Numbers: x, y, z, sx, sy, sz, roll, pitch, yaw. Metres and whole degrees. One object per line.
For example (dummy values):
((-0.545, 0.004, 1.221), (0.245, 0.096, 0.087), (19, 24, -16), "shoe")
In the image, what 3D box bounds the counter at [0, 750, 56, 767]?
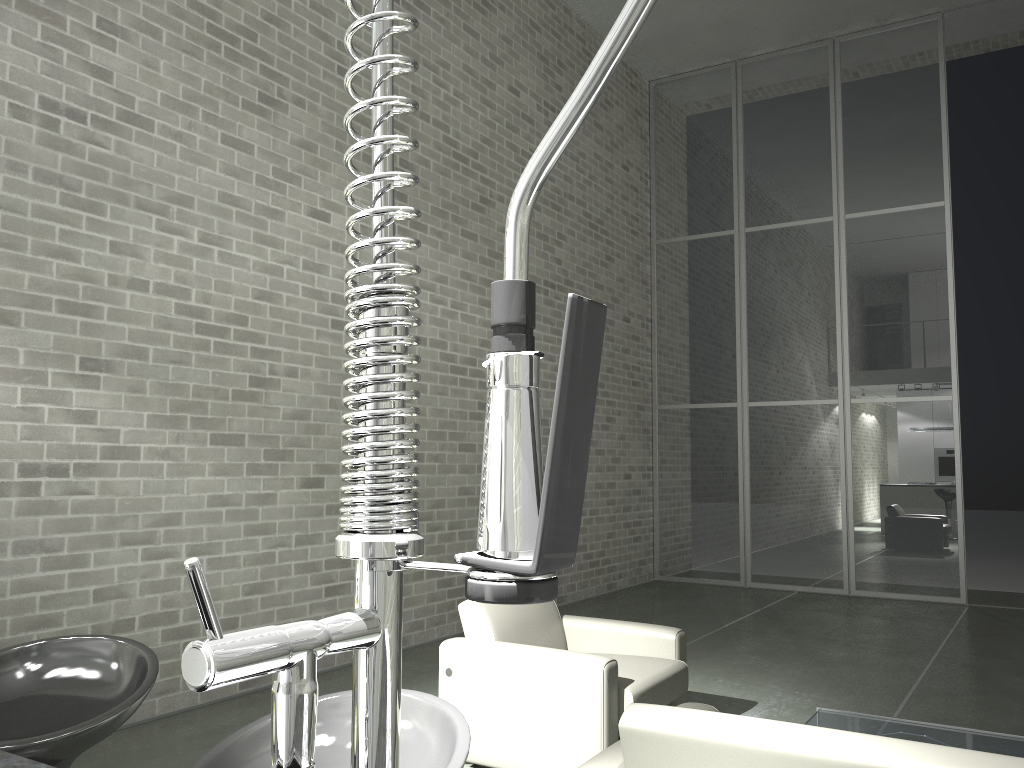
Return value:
((-0.655, 0.876, 0.528), (4.400, 0.960, 0.900), (-3, -6, 31), "counter")

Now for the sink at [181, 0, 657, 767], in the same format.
((-0.146, 0.132, 0.150), (0.987, 1.023, 0.546), (-3, -6, 31), "sink")

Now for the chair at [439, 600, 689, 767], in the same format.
((0.291, 1.353, 4.151), (0.910, 0.717, 0.963), (-3, -6, 31), "chair")

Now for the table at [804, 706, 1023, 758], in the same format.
((1.500, 1.514, 3.381), (0.820, 0.270, 0.800), (-3, -6, 31), "table")

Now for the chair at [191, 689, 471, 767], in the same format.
((-0.301, 0.986, 1.330), (0.464, 0.931, 0.457), (5, -7, -44), "chair")

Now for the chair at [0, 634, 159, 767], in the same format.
((-0.981, 1.024, 1.787), (0.457, 0.931, 0.464), (-1, -5, 13), "chair")

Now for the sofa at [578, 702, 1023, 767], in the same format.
((1.261, 1.175, 2.142), (2.114, 0.717, 0.902), (-3, -6, 31), "sofa")
